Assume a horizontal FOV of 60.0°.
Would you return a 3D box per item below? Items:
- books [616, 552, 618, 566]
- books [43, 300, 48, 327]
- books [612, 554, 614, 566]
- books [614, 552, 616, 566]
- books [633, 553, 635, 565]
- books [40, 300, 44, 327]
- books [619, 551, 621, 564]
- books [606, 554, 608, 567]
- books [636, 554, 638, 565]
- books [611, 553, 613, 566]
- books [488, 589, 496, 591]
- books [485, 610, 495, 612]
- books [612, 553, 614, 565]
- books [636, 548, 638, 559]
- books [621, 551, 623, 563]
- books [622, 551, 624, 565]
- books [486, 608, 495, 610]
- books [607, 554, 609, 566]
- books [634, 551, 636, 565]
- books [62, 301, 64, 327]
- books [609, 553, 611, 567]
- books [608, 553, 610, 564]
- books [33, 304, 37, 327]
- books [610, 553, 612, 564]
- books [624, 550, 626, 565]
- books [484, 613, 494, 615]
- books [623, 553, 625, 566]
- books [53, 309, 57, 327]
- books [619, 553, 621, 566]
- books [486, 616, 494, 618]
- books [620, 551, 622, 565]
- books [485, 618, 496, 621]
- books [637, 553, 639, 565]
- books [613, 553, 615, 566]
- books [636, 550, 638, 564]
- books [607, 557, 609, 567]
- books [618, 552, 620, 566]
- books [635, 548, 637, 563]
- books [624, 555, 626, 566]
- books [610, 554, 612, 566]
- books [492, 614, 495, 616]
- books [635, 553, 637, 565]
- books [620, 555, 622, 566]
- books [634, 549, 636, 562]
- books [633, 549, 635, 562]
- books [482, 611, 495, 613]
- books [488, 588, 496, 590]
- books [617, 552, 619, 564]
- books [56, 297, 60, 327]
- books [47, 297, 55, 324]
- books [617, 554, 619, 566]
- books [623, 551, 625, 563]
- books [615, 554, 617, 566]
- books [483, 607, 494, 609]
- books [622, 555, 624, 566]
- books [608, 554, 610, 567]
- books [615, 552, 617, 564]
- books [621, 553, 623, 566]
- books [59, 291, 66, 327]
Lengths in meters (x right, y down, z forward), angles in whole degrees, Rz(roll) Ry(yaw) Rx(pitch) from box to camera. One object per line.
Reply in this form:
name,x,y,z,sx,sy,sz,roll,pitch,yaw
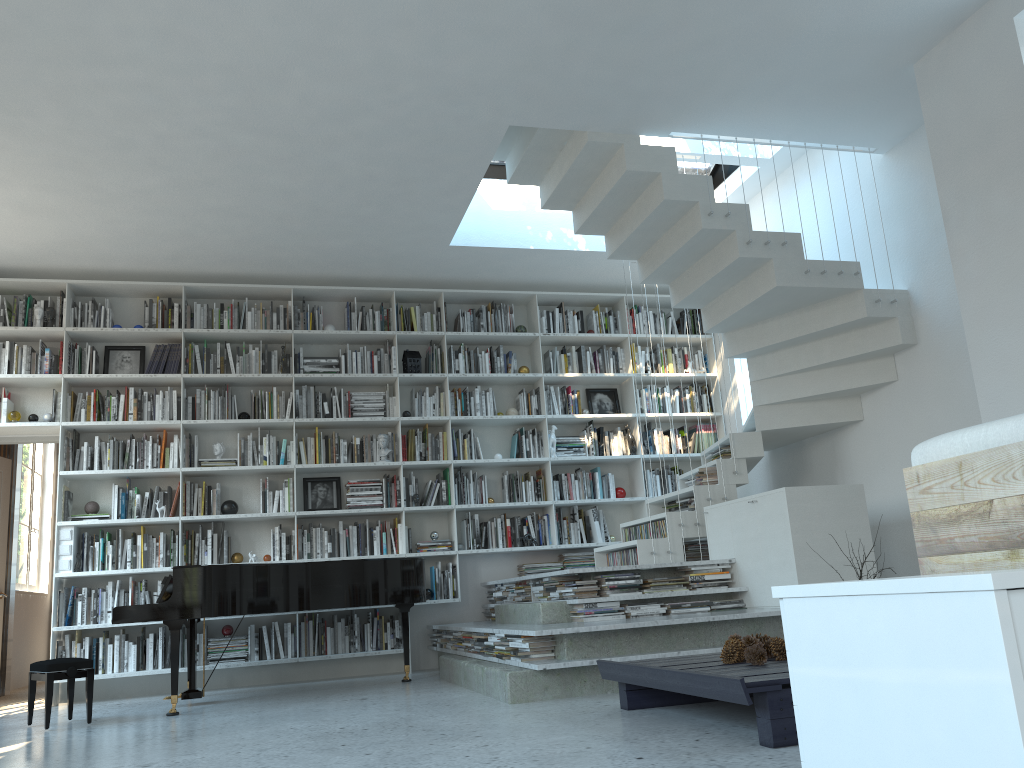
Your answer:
books,0.834,1.300,6.544,0.125,0.125,0.009,0,-13,-16
books,-3.614,-0.504,6.900,0.027,0.258,0.147,0,-14,-16
books,0.812,1.320,6.624,0.125,0.125,0.008,0,-13,-16
books,0.824,1.309,6.580,0.125,0.125,0.007,0,-13,-16
books,0.916,1.223,6.251,0.125,0.125,0.008,0,-13,-16
books,-3.638,-0.501,6.896,0.021,0.253,0.179,0,-14,-16
books,0.850,1.284,6.486,0.125,0.125,0.008,0,-13,-16
books,0.780,1.350,6.736,0.125,0.125,0.007,0,-13,-16
books,0.929,1.210,6.204,0.125,0.125,0.007,0,-13,-16
books,0.808,1.324,6.637,0.125,0.125,0.007,0,-13,-16
books,-0.089,1.690,7.283,0.167,0.008,0.235,0,-14,-17
books,-0.124,1.856,7.269,0.159,0.009,0.211,-1,-14,-12
books,0.814,1.318,6.616,0.125,0.125,0.008,0,-13,-16
books,0.933,1.206,6.189,0.125,0.125,0.008,0,-13,-16
books,0.861,1.275,6.449,0.125,0.125,0.007,0,-13,-16
books,0.864,1.271,6.436,0.125,0.125,0.009,0,-13,-16
books,-0.123,1.844,7.272,0.152,0.015,0.208,-2,-14,-11
books,0.787,1.344,6.713,0.125,0.125,0.010,0,-13,-16
books,0.920,1.218,6.236,0.125,0.125,0.012,0,-13,-16
books,-3.494,-0.504,6.939,0.025,0.259,0.138,0,-14,-16
books,0.797,1.334,6.676,0.125,0.125,0.008,0,-13,-16
books,0.793,1.338,6.690,0.125,0.125,0.007,0,-13,-16
books,-3.683,-0.487,6.883,0.021,0.226,0.157,0,-14,-16
books,0.804,1.328,6.652,0.125,0.125,0.009,0,-13,-16
books,0.874,1.262,6.400,0.125,0.125,0.007,0,-13,-16
books,-0.117,1.877,7.265,0.159,0.012,0.279,0,-14,-17
books,0.868,1.267,6.422,0.125,0.125,0.008,0,-13,-16
books,-3.551,-0.467,6.914,0.028,0.184,0.168,0,-14,-16
books,0.848,1.286,6.493,0.125,0.125,0.009,0,-13,-16
books,-0.108,1.901,7.262,0.147,0.014,0.293,0,-14,-16
books,0.854,1.280,6.471,0.125,0.125,0.008,0,-13,-16
books,-0.116,1.922,7.254,0.163,0.019,0.188,0,-14,-17
books,0.936,1.204,6.180,0.125,0.125,0.010,0,-13,-16
books,0.818,1.314,6.601,0.125,0.125,0.008,0,-13,-16
books,0.931,1.208,6.196,0.125,0.125,0.008,0,-13,-16
books,0.784,1.346,6.722,0.125,0.125,0.008,0,-13,-16
books,0.844,1.290,6.508,0.125,0.125,0.008,0,-13,-16
books,0.927,1.212,6.211,0.125,0.125,0.007,0,-13,-16
books,0.872,1.263,6.407,0.125,0.125,0.007,0,-13,-16
books,0.801,1.330,6.660,0.125,0.125,0.007,0,-13,-16
books,-0.047,1.810,6.968,0.180,0.016,0.183,1,-14,-19
books,0.925,1.214,6.217,0.125,0.125,0.007,0,-13,-16
books,0.852,1.282,6.479,0.125,0.125,0.009,0,-13,-16
books,0.923,1.216,6.225,0.125,0.125,0.008,0,-13,-16
books,0.918,1.221,6.244,0.125,0.125,0.010,0,-13,-16
books,-0.131,1.863,7.265,0.184,0.006,0.263,-1,-14,-15
books,-0.090,1.680,7.285,0.159,0.011,0.246,1,-14,-19
books,0.840,1.294,6.522,0.125,0.125,0.008,0,-13,-16
books,-3.531,-0.517,6.931,0.022,0.286,0.175,0,-14,-16
books,-3.599,-0.517,6.921,0.013,0.291,0.155,0,-14,-16
books,0.838,1.296,6.530,0.125,0.125,0.007,0,-13,-16
books,0.870,1.265,6.414,0.125,0.125,0.007,0,-13,-16
books,0.828,1.305,6.567,0.125,0.125,0.008,0,-13,-16
books,-0.129,1.833,7.273,0.174,0.009,0.240,-1,-14,-14
books,0.862,1.273,6.443,0.125,0.125,0.008,0,-13,-16
books,0.791,1.340,6.697,0.125,0.125,0.007,0,-13,-16
books,0.830,1.303,6.560,0.125,0.125,0.007,0,-13,-16
books,0.859,1.276,6.456,0.125,0.125,0.008,0,-13,-16
books,-3.514,-0.543,6.937,0.014,0.336,0.168,0,-14,-16
